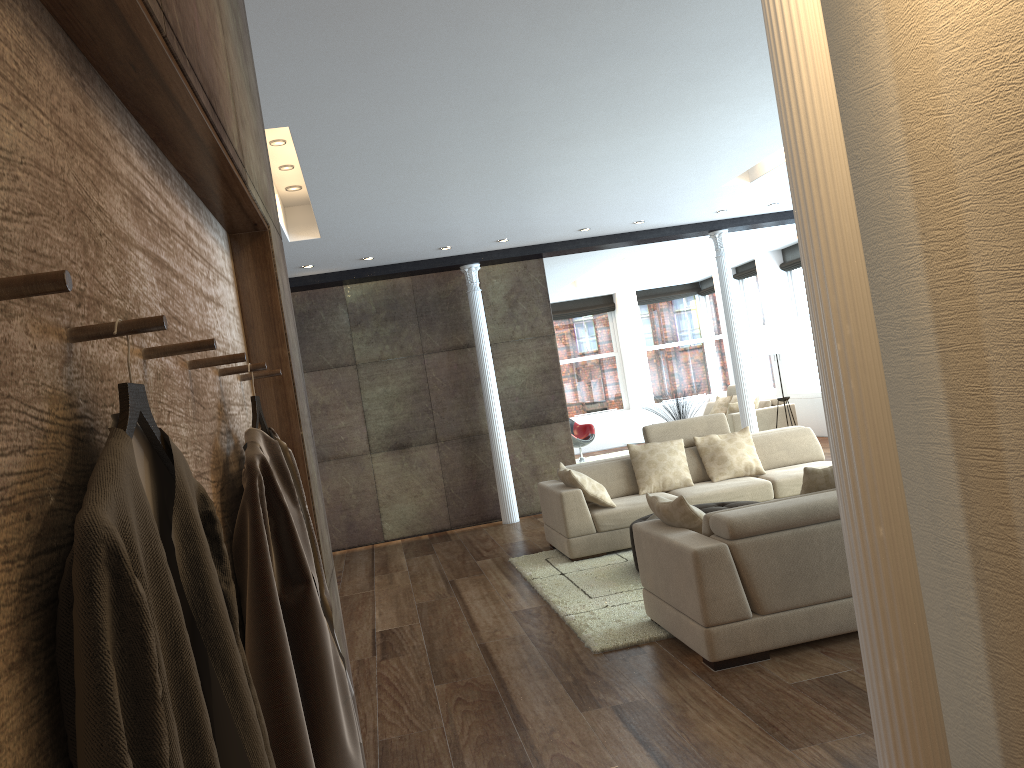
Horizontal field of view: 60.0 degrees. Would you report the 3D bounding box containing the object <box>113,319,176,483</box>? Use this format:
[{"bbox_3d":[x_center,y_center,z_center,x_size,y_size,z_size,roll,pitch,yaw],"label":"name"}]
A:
[{"bbox_3d":[-0.390,0.041,0.924,0.010,0.219,0.430,-9,0,-9],"label":"object"}]

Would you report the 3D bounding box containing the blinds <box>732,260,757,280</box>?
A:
[{"bbox_3d":[4.199,-2.018,15.462,0.156,0.275,1.442,-9,0,-9],"label":"blinds"}]

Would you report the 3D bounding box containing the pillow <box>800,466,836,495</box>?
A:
[{"bbox_3d":[1.769,0.620,4.813,0.534,0.439,0.301,-9,0,-13],"label":"pillow"}]

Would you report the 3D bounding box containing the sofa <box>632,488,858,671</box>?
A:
[{"bbox_3d":[2.035,0.709,4.866,2.581,0.950,1.021,-9,0,-9],"label":"sofa"}]

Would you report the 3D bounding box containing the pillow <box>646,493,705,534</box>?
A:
[{"bbox_3d":[0.994,0.768,4.926,0.395,0.393,0.518,-9,0,-13],"label":"pillow"}]

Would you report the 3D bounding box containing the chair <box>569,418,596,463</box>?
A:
[{"bbox_3d":[1.117,0.958,15.580,0.810,0.818,0.669,-9,0,-30],"label":"chair"}]

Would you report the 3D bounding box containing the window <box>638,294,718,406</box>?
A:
[{"bbox_3d":[3.285,-0.772,17.905,1.474,2.400,0.123,-9,0,-9],"label":"window"}]

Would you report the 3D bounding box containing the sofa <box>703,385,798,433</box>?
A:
[{"bbox_3d":[3.511,0.517,14.291,1.018,0.950,2.581,-9,0,-9],"label":"sofa"}]

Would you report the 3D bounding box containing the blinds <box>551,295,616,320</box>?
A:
[{"bbox_3d":[1.335,-1.503,17.529,1.422,0.363,0.156,-9,0,-9],"label":"blinds"}]

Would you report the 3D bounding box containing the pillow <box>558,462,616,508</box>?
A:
[{"bbox_3d":[0.603,0.842,7.392,0.395,0.393,0.518,-9,0,-6],"label":"pillow"}]

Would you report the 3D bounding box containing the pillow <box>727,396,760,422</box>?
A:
[{"bbox_3d":[3.433,0.416,13.254,0.518,0.393,0.395,-9,0,-13],"label":"pillow"}]

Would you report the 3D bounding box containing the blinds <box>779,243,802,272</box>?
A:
[{"bbox_3d":[4.489,-2.013,13.693,0.156,0.393,1.342,-9,0,-9],"label":"blinds"}]

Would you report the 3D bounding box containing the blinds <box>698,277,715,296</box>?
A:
[{"bbox_3d":[3.918,-1.938,17.255,0.156,0.327,1.377,-9,0,-9],"label":"blinds"}]

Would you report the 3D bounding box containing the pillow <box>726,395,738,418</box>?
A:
[{"bbox_3d":[3.542,0.380,14.043,0.301,0.439,0.534,-9,0,-13],"label":"pillow"}]

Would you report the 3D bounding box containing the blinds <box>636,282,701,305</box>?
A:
[{"bbox_3d":[3.117,-1.814,17.822,1.442,0.312,0.155,-9,0,-9],"label":"blinds"}]

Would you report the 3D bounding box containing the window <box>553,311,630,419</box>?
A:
[{"bbox_3d":[1.484,-0.483,17.617,1.420,2.400,0.123,-9,0,-9],"label":"window"}]

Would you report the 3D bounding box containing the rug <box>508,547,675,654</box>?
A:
[{"bbox_3d":[2.273,1.150,6.544,4.231,0.020,2.972,-9,0,-9],"label":"rug"}]

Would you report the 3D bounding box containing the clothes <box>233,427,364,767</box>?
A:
[{"bbox_3d":[-0.442,0.447,1.806,0.173,0.735,0.700,-9,0,-11],"label":"clothes"}]

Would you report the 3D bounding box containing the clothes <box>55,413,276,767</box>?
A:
[{"bbox_3d":[-0.307,0.447,0.918,0.141,0.855,0.569,-9,0,-9],"label":"clothes"}]

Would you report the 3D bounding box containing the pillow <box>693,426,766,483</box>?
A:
[{"bbox_3d":[1.916,0.622,7.836,0.519,0.416,0.368,-9,0,-5],"label":"pillow"}]

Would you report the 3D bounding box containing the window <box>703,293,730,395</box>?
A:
[{"bbox_3d":[9.283,-1.090,24.319,34.761,17.917,13.698,-9,0,-9],"label":"window"}]

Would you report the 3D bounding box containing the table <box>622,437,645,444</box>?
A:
[{"bbox_3d":[2.169,0.990,13.116,1.022,0.393,1.022,-9,0,35],"label":"table"}]

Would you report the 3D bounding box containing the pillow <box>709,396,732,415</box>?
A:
[{"bbox_3d":[3.433,0.411,14.657,0.368,0.416,0.519,-9,0,-14],"label":"pillow"}]

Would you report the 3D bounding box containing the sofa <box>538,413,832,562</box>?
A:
[{"bbox_3d":[1.573,0.797,7.775,2.581,0.950,1.021,-9,0,-9],"label":"sofa"}]

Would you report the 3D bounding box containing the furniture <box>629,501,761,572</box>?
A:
[{"bbox_3d":[1.387,1.102,6.382,1.057,0.355,1.057,-9,0,-7],"label":"furniture"}]

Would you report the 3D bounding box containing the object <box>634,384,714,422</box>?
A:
[{"bbox_3d":[3.012,0.555,16.046,1.119,1.014,1.125,-9,0,-23],"label":"object"}]

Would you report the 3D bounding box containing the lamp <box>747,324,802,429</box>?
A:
[{"bbox_3d":[3.808,0.063,12.508,0.698,1.728,0.698,-9,0,15],"label":"lamp"}]

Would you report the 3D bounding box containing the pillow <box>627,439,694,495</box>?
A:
[{"bbox_3d":[1.303,0.709,7.749,0.534,0.439,0.301,-9,0,-6],"label":"pillow"}]

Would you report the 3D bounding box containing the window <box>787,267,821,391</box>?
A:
[{"bbox_3d":[4.711,-1.021,13.698,0.123,2.400,1.345,-9,0,-9],"label":"window"}]

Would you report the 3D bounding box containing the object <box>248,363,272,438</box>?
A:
[{"bbox_3d":[-0.520,0.066,1.816,0.010,0.219,0.430,-9,0,-9],"label":"object"}]

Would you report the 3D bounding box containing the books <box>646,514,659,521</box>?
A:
[{"bbox_3d":[1.122,0.958,6.520,0.220,0.040,0.301,-9,0,26],"label":"books"}]

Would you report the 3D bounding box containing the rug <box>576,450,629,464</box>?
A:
[{"bbox_3d":[2.348,1.174,14.106,2.972,0.020,4.231,-9,0,-9],"label":"rug"}]

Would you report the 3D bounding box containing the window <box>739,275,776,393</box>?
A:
[{"bbox_3d":[4.430,-0.967,15.470,0.123,2.400,1.444,-9,0,-9],"label":"window"}]
